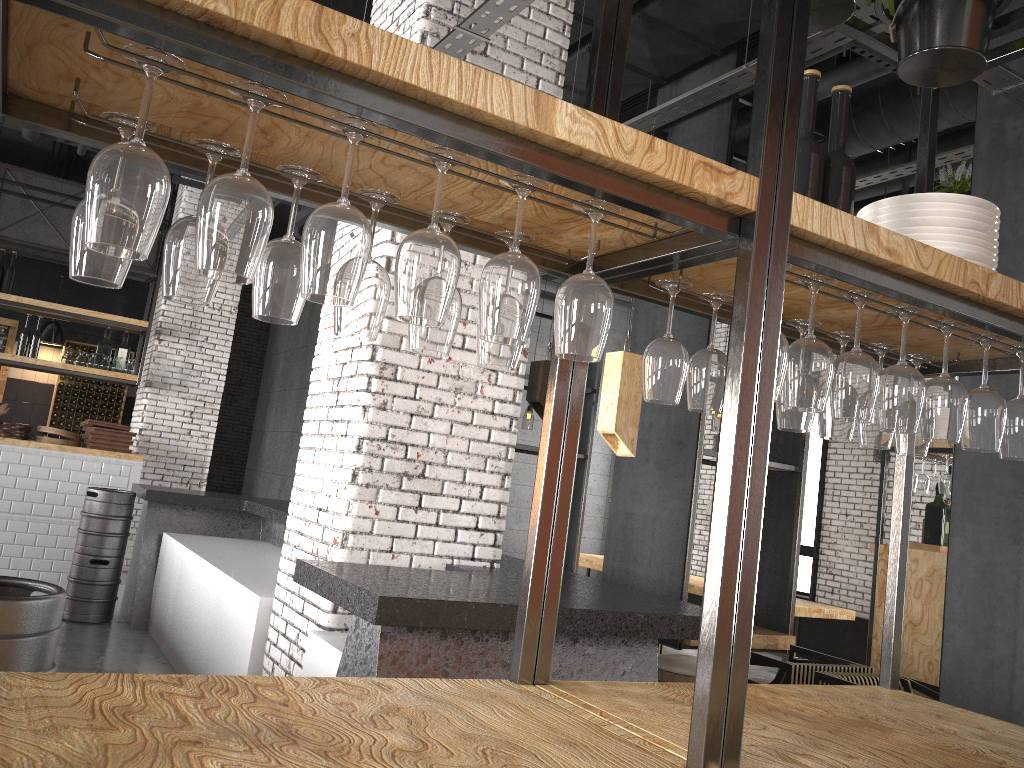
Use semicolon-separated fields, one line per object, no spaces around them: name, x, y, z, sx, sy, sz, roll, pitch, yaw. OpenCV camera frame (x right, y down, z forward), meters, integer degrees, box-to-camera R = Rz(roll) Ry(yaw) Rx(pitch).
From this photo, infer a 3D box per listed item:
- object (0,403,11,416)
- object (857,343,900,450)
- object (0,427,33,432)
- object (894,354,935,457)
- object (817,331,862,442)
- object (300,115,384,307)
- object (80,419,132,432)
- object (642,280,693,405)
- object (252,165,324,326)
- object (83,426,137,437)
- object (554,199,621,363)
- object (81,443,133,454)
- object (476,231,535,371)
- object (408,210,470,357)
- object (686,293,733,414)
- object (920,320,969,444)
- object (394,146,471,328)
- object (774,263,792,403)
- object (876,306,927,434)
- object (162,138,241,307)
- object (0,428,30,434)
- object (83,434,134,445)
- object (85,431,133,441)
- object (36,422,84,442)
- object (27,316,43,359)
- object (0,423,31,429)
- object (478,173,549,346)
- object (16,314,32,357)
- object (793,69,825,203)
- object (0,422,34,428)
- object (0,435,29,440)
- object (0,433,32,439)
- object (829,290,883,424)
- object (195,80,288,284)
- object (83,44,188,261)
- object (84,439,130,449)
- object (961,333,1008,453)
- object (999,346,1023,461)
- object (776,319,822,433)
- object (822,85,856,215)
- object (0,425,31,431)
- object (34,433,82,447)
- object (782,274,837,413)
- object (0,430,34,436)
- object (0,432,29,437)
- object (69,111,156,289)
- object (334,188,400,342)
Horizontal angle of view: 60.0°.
object;-5.134;0.341;8.751;0.241;0.339;0.488;15;-10;-43
object;0.953;0.033;2.305;0.101;0.268;0.100;4;-9;24
object;-5.058;0.448;8.909;0.407;0.019;0.457;6;-7;13
object;1.079;0.059;2.376;0.101;0.268;0.100;4;-9;24
object;0.826;0.007;2.235;0.101;0.268;0.100;4;-9;24
object;-0.250;-0.252;1.303;0.101;0.268;0.101;10;-8;-15
object;-4.243;0.443;9.247;0.405;0.094;0.636;12;-8;-31
object;0.345;-0.091;1.965;0.101;0.268;0.100;7;-8;7
object;-0.392;-0.241;1.551;0.101;0.268;0.101;10;-8;-15
object;-4.236;0.498;9.321;0.404;0.044;0.635;13;-8;-35
object;0.129;-0.175;1.516;0.101;0.268;0.101;10;-8;-15
object;-4.259;0.673;9.296;0.404;0.044;0.635;12;-8;-33
object;-0.013;-0.164;1.764;0.101;0.268;0.101;10;-8;-15
object;-0.140;-0.190;1.693;0.101;0.268;0.101;10;-8;-15
object;0.455;-0.069;2.026;0.101;0.268;0.100;7;-8;7
object;0.969;-0.004;1.987;0.101;0.268;0.100;4;-9;24
object;-0.124;-0.226;1.374;0.101;0.268;0.101;10;-8;-15
object;0.488;-0.102;1.717;0.101;0.268;0.100;7;-8;7
object;0.842;-0.030;1.916;0.101;0.268;0.100;4;-9;24
object;-0.519;-0.267;1.480;0.101;0.268;0.101;10;-8;-15
object;-5.068;0.461;8.889;0.406;0.019;0.457;10;-7;-15
object;-4.247;0.585;9.308;0.404;0.044;0.635;12;-8;-32
object;-4.241;0.542;9.315;0.404;0.044;0.635;11;-8;-28
object;-4.642;0.502;9.104;0.437;0.154;0.438;5;-7;18
object;-5.056;-0.487;9.424;0.098;0.472;0.098;11;-9;-21
object;-5.037;0.420;8.926;0.458;0.019;0.405;7;-7;4
object;0.003;-0.201;1.445;0.101;0.268;0.101;10;-8;-15
object;-5.149;-0.506;9.372;0.098;0.472;0.098;15;-10;-40
object;0.673;-0.499;2.057;0.098;0.472;0.098;4;-9;23
object;-5.050;0.401;8.918;0.407;0.019;0.456;6;-7;17
object;-5.051;0.531;8.910;0.458;0.019;0.405;7;-7;6
object;-5.031;0.518;8.914;0.458;0.019;0.405;3;-8;33
object;0.716;-0.055;1.845;0.101;0.268;0.100;4;-9;24
object;-0.376;-0.278;1.232;0.101;0.268;0.101;10;-8;-15
object;-0.495;-0.302;1.166;0.101;0.268;0.101;10;-8;-15
object;-4.253;0.629;9.302;0.404;0.044;0.635;11;-8;-26
object;1.095;0.022;2.058;0.101;0.268;0.100;4;-9;24
object;1.221;0.048;2.129;0.101;0.268;0.100;4;-9;24
object;0.700;-0.019;2.164;0.101;0.268;0.100;4;-9;24
object;0.765;-0.480;2.109;0.098;0.472;0.098;4;-9;23
object;-5.034;0.437;8.925;0.458;0.019;0.405;6;-7;13
object;-4.652;0.567;9.090;0.437;0.097;0.436;8;-7;-4
object;0.597;-0.079;1.779;0.101;0.268;0.100;7;-8;7
object;-5.055;0.482;8.912;0.407;0.019;0.456;4;-8;29
object;-5.051;0.499;8.913;0.458;0.019;0.406;8;-7;-1
object;-0.637;-0.291;1.414;0.101;0.268;0.101;10;-8;-15
object;-0.266;-0.215;1.622;0.101;0.268;0.101;10;-8;-15
